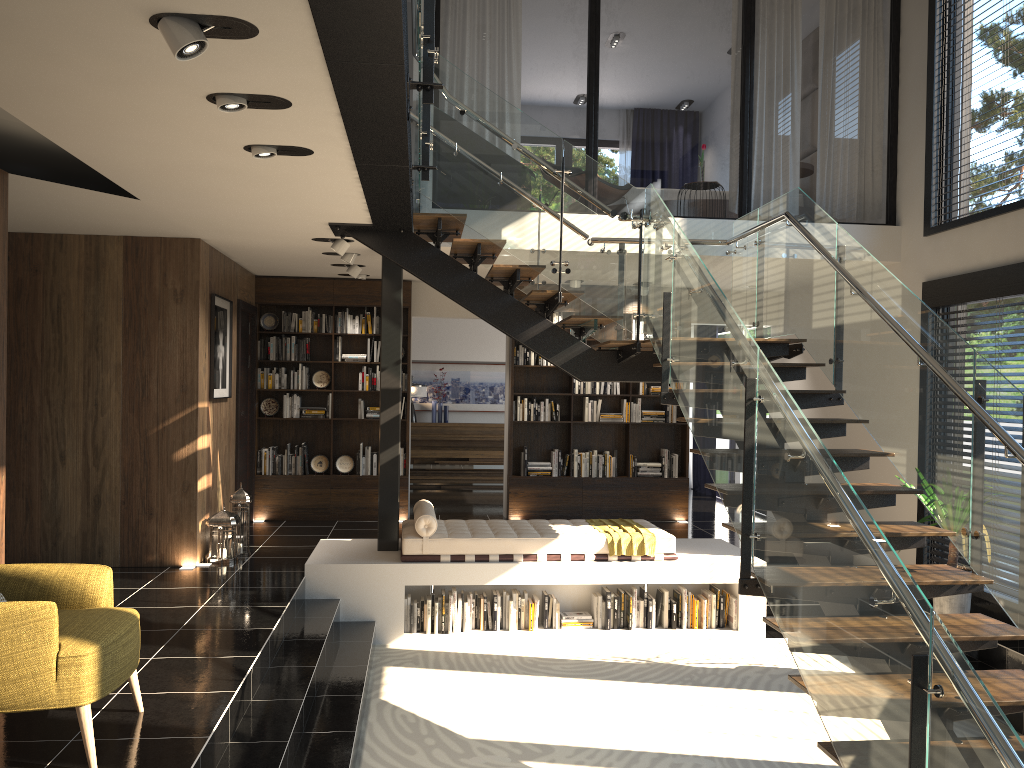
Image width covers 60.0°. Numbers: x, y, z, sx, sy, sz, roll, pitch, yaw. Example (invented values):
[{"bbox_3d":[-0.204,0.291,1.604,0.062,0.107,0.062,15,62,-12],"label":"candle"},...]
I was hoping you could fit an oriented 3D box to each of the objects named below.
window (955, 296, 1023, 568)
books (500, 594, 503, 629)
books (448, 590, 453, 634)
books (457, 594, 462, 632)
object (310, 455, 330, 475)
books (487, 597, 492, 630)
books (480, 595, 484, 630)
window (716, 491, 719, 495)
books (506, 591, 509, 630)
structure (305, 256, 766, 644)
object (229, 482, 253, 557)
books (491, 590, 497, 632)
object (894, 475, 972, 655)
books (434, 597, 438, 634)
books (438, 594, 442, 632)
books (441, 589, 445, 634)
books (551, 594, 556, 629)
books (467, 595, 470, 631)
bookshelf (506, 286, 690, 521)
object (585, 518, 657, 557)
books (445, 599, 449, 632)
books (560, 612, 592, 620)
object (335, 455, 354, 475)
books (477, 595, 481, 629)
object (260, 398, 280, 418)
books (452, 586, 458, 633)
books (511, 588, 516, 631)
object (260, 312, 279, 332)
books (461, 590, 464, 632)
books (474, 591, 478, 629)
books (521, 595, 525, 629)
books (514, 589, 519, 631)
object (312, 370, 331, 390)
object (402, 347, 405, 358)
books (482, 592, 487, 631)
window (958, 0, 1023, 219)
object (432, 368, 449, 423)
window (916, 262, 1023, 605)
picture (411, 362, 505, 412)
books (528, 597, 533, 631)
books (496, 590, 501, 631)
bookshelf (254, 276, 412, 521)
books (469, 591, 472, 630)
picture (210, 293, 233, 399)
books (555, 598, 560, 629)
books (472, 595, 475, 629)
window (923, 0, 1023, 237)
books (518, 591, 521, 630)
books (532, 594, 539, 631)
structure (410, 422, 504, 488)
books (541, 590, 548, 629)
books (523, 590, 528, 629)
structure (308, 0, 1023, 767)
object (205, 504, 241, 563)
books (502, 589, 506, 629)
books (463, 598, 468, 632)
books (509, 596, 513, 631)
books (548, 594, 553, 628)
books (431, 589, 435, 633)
[{"bbox_3d":[3.776,0.379,6.851,0.005,2.297,1.221,1,1,-6],"label":"window"},{"bbox_3d":[-0.094,1.885,7.364,0.029,0.271,0.128,1,1,-6],"label":"books"},{"bbox_3d":[-0.505,1.858,7.231,0.028,0.309,0.211,1,0,-6],"label":"books"},{"bbox_3d":[-0.431,1.872,7.259,0.025,0.282,0.149,1,1,-6],"label":"books"},{"bbox_3d":[-2.146,0.901,9.903,0.212,0.222,0.082,1,1,-6],"label":"object"},{"bbox_3d":[-0.191,1.902,7.346,0.050,0.234,0.149,1,0,-6],"label":"books"},{"bbox_3d":[-0.253,1.887,7.334,0.019,0.261,0.183,1,0,-6],"label":"books"},{"bbox_3d":[3.105,0.379,12.290,0.184,2.476,2.980,1,0,-6],"label":"window"},{"bbox_3d":[-0.044,1.878,7.359,0.025,0.287,0.169,1,0,-6],"label":"books"},{"bbox_3d":[0.203,0.474,7.750,3.782,3.245,1.148,1,1,-6],"label":"structure"},{"bbox_3d":[-2.382,1.184,7.788,0.182,0.643,0.182,1,1,-6],"label":"object"},{"bbox_3d":[-0.147,1.870,7.327,0.033,0.299,0.195,1,0,-6],"label":"books"},{"bbox_3d":[3.134,1.289,6.342,0.876,1.338,0.830,1,0,-17],"label":"object"},{"bbox_3d":[-0.618,1.883,7.218,0.027,0.254,0.204,1,0,-6],"label":"books"},{"bbox_3d":[-0.594,1.871,7.252,0.028,0.279,0.120,1,1,-6],"label":"books"},{"bbox_3d":[-0.562,1.850,7.227,0.030,0.322,0.202,1,0,-6],"label":"books"},{"bbox_3d":[0.345,1.899,7.407,0.020,0.257,0.154,1,0,-6],"label":"books"},{"bbox_3d":[-0.361,1.880,7.287,0.021,0.271,0.148,1,0,-6],"label":"books"},{"bbox_3d":[1.008,0.227,10.257,2.090,2.683,0.273,1,1,-6],"label":"bookshelf"},{"bbox_3d":[0.926,1.490,7.851,0.466,0.510,1.166,1,0,-6],"label":"object"},{"bbox_3d":[-0.537,1.893,7.254,0.029,0.237,0.146,1,0,-6],"label":"books"},{"bbox_3d":[0.531,1.945,7.445,0.249,0.026,0.148,1,0,-9],"label":"books"},{"bbox_3d":[-1.871,0.906,9.928,0.212,0.222,0.082,1,1,-6],"label":"object"},{"bbox_3d":[-0.276,1.887,7.349,0.023,0.260,0.133,1,1,-6],"label":"books"},{"bbox_3d":[-2.692,0.262,9.859,0.212,0.222,0.082,1,1,-6],"label":"object"},{"bbox_3d":[-0.469,1.844,7.255,0.051,0.338,0.187,1,0,-6],"label":"books"},{"bbox_3d":[0.009,1.870,7.359,0.026,0.305,0.187,1,0,-6],"label":"books"},{"bbox_3d":[-2.687,-0.685,9.822,0.212,0.222,0.082,1,1,-6],"label":"object"},{"bbox_3d":[-0.409,1.858,7.271,0.021,0.313,0.139,1,1,-6],"label":"books"},{"bbox_3d":[-0.301,1.874,7.361,0.025,0.285,0.137,1,1,-6],"label":"books"},{"bbox_3d":[0.080,1.897,7.381,0.034,0.252,0.151,1,0,-6],"label":"books"},{"bbox_3d":[0.032,1.870,7.356,0.020,0.305,0.172,1,0,-6],"label":"books"},{"bbox_3d":[-2.132,-0.045,9.913,0.212,0.222,0.082,1,1,-6],"label":"object"},{"bbox_3d":[-1.314,-0.347,9.977,0.212,0.222,0.082,1,1,-6],"label":"object"},{"bbox_3d":[-0.228,1.877,7.328,0.028,0.282,0.172,1,0,-6],"label":"books"},{"bbox_3d":[3.824,-2.479,6.818,0.005,2.297,1.221,1,1,-6],"label":"window"},{"bbox_3d":[-1.098,0.175,13.567,0.272,0.860,0.270,1,1,8],"label":"object"},{"bbox_3d":[3.704,0.378,6.852,0.358,2.476,1.393,1,0,-6],"label":"window"},{"bbox_3d":[-0.105,0.066,13.816,3.543,0.748,0.035,1,1,-6],"label":"picture"},{"bbox_3d":[0.149,1.908,7.354,0.028,0.233,0.205,1,0,-6],"label":"books"},{"bbox_3d":[-0.119,1.873,7.343,0.025,0.293,0.205,1,0,-6],"label":"books"},{"bbox_3d":[-2.000,0.175,9.940,1.703,2.683,0.273,1,1,-6],"label":"bookshelf"},{"bbox_3d":[-0.343,1.868,7.312,0.020,0.295,0.102,1,1,-6],"label":"books"},{"bbox_3d":[-2.621,-0.325,8.017,0.028,0.911,0.748,1,0,-6],"label":"picture"},{"bbox_3d":[0.369,1.919,7.411,0.030,0.218,0.186,1,0,-6],"label":"books"},{"bbox_3d":[-0.327,1.893,7.360,0.026,0.247,0.149,1,0,-6],"label":"books"},{"bbox_3d":[3.753,-2.480,6.818,0.358,2.476,1.393,1,0,-6],"label":"window"},{"bbox_3d":[0.053,1.876,7.362,0.023,0.293,0.157,1,1,-6],"label":"books"},{"bbox_3d":[0.188,1.896,7.367,0.050,0.258,0.215,1,0,-6],"label":"books"},{"bbox_3d":[-0.514,1.078,13.595,6.276,0.982,0.885,1,0,-6],"label":"structure"},{"bbox_3d":[0.274,1.885,7.409,0.030,0.284,0.176,1,0,-6],"label":"books"},{"bbox_3d":[0.113,1.877,7.395,0.036,0.293,0.128,1,1,-6],"label":"books"},{"bbox_3d":[0.675,0.068,3.986,3.447,4.869,7.278,1,0,-7],"label":"structure"},{"bbox_3d":[-2.459,1.261,7.550,0.262,0.483,0.262,1,0,-6],"label":"object"},{"bbox_3d":[-0.068,1.867,7.365,0.023,0.308,0.126,1,1,-6],"label":"books"},{"bbox_3d":[-0.385,1.894,7.271,0.029,0.240,0.165,1,0,-6],"label":"books"},{"bbox_3d":[-0.016,1.898,7.339,0.027,0.246,0.193,1,0,-6],"label":"books"},{"bbox_3d":[0.309,1.901,7.430,0.045,0.252,0.142,1,0,-6],"label":"books"},{"bbox_3d":[-0.649,1.853,7.250,0.029,0.314,0.163,1,1,-6],"label":"books"}]
